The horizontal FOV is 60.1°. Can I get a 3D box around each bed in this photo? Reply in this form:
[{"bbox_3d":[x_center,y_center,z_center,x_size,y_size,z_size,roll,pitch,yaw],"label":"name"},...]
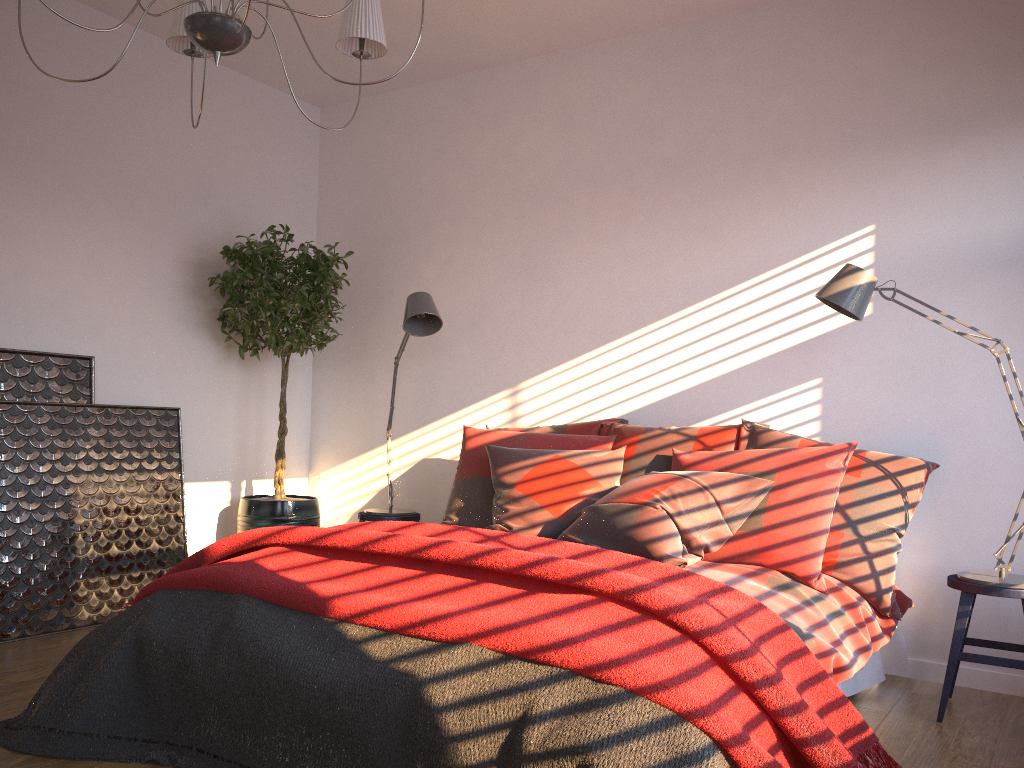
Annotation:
[{"bbox_3d":[0.150,0.738,3.113,2.035,0.769,2.317,0,-3,33],"label":"bed"}]

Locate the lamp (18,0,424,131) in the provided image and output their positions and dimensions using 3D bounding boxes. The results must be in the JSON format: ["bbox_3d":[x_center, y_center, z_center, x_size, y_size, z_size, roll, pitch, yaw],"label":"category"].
[{"bbox_3d":[-0.761,-1.330,2.329,1.100,1.078,1.248,1,-2,33],"label":"lamp"}]

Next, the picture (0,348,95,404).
[{"bbox_3d":[-2.352,0.457,3.693,0.172,1.252,1.250,2,-1,33],"label":"picture"}]

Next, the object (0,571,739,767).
[{"bbox_3d":[-0.287,0.789,2.435,2.505,0.567,1.123,0,-3,34],"label":"object"}]

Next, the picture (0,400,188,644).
[{"bbox_3d":[-1.966,0.603,4.081,0.210,1.026,1.026,2,-1,33],"label":"picture"}]

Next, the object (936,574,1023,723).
[{"bbox_3d":[1.695,0.929,3.093,0.338,0.480,0.342,1,-1,31],"label":"object"}]

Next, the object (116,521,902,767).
[{"bbox_3d":[-0.239,0.767,2.574,2.643,0.660,0.684,0,-2,34],"label":"object"}]

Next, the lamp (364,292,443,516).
[{"bbox_3d":[-0.568,0.126,4.544,0.279,1.127,0.788,2,-1,-16],"label":"lamp"}]

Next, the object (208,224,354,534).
[{"bbox_3d":[-1.301,0.155,4.823,0.812,2.019,0.802,2,0,37],"label":"object"}]

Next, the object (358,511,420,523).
[{"bbox_3d":[-0.668,0.939,4.785,0.338,0.480,0.342,1,-1,33],"label":"object"}]

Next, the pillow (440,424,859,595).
[{"bbox_3d":[0.453,0.462,3.692,1.813,0.551,0.528,0,-2,34],"label":"pillow"}]

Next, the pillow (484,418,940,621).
[{"bbox_3d":[0.500,0.488,3.620,2.141,0.733,1.146,0,-2,31],"label":"pillow"}]

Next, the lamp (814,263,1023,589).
[{"bbox_3d":[1.493,0.124,3.189,0.788,1.127,0.279,1,0,25],"label":"lamp"}]
